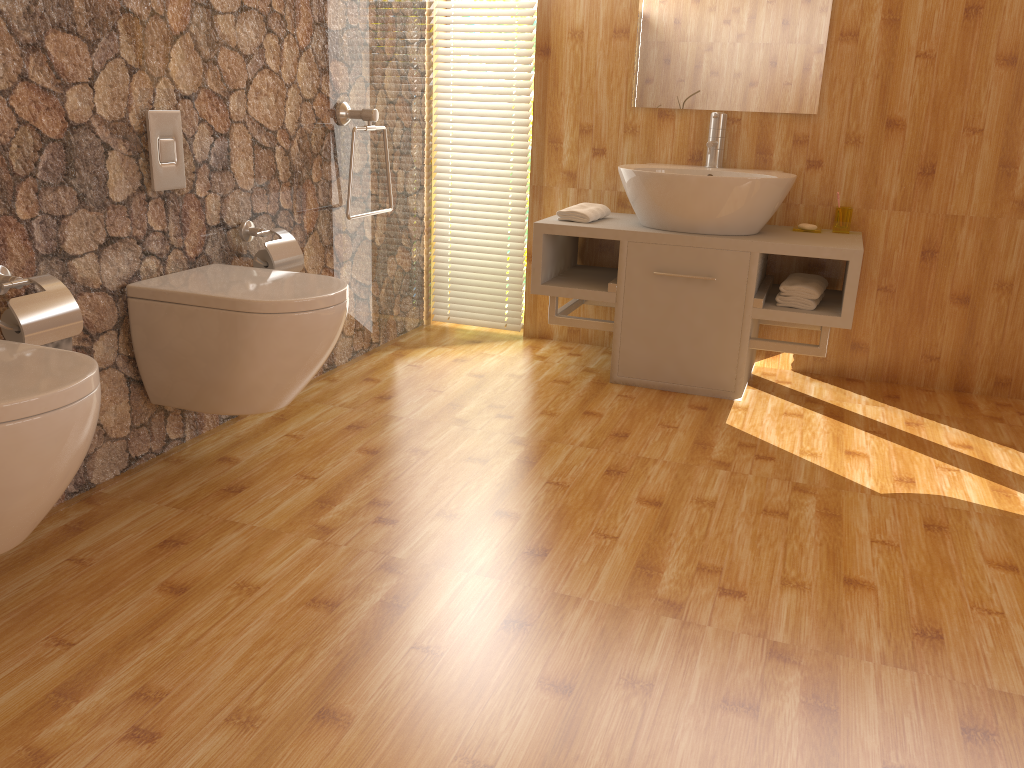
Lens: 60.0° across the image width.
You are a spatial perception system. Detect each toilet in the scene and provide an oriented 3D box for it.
[{"bbox_3d":[-0.989,0.134,1.595,0.507,0.337,0.371,8,19,18],"label":"toilet"},{"bbox_3d":[-0.688,-0.108,2.388,0.507,0.337,0.371,8,19,18],"label":"toilet"}]

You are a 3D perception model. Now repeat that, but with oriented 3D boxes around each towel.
[{"bbox_3d":[1.027,-0.313,3.161,0.140,0.048,0.225,10,19,23],"label":"towel"},{"bbox_3d":[1.039,-0.350,3.155,0.140,0.048,0.225,10,19,23],"label":"towel"},{"bbox_3d":[0.274,-0.654,3.384,0.140,0.048,0.225,10,19,23],"label":"towel"}]

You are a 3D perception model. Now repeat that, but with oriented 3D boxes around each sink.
[{"bbox_3d":[0.701,-0.772,3.213,0.634,0.409,0.533,8,19,18],"label":"sink"}]

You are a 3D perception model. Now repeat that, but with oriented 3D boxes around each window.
[{"bbox_3d":[1.597,-1.087,3.240,3.964,2.164,0.010,8,19,18],"label":"window"}]

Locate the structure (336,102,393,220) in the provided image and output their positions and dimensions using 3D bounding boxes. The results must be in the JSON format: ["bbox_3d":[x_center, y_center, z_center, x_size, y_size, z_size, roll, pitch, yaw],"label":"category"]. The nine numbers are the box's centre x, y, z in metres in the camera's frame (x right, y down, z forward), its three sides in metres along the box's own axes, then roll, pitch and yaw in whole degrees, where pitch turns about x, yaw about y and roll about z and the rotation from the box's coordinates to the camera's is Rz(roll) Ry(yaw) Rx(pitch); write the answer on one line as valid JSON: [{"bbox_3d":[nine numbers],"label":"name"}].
[{"bbox_3d":[-0.538,-0.794,3.138,0.133,0.387,0.332,8,19,18],"label":"structure"}]

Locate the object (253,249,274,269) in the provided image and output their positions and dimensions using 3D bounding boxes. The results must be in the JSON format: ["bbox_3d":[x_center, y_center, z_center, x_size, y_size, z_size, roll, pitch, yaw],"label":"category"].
[{"bbox_3d":[-0.717,-0.340,2.693,0.090,0.151,0.098,8,19,18],"label":"object"}]

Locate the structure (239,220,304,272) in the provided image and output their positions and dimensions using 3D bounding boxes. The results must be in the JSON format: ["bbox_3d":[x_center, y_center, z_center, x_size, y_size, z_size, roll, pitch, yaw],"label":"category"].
[{"bbox_3d":[-0.739,-0.410,2.673,0.154,0.151,0.170,8,19,18],"label":"structure"}]

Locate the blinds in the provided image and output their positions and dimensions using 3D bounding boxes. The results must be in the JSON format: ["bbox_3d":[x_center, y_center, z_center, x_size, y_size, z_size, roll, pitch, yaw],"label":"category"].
[{"bbox_3d":[-0.118,-1.302,3.668,0.420,2.178,0.042,8,19,18],"label":"blinds"}]

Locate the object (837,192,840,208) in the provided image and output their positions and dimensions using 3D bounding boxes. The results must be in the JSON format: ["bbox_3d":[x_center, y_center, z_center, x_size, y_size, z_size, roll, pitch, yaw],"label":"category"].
[{"bbox_3d":[1.204,-0.641,3.264,0.063,0.132,0.012,-13,23,-39],"label":"object"}]

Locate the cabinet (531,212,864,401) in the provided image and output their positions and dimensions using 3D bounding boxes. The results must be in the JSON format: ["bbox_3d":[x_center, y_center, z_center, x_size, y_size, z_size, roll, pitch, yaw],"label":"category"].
[{"bbox_3d":[0.683,-0.308,3.369,1.136,0.570,0.517,8,19,18],"label":"cabinet"}]

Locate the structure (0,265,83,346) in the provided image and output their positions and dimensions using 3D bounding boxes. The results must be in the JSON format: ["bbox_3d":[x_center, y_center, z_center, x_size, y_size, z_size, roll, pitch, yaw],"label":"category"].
[{"bbox_3d":[-1.038,-0.169,1.883,0.154,0.151,0.170,8,19,18],"label":"structure"}]

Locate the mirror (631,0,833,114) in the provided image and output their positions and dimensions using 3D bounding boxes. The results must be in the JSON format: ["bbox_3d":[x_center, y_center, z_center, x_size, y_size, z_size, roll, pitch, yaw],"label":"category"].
[{"bbox_3d":[0.809,-1.293,3.306,0.698,0.523,0.005,8,19,18],"label":"mirror"}]

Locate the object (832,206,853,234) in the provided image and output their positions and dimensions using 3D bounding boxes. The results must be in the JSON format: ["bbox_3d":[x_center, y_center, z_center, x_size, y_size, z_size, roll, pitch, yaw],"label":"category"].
[{"bbox_3d":[1.224,-0.607,3.283,0.060,0.093,0.060,8,19,18],"label":"object"}]

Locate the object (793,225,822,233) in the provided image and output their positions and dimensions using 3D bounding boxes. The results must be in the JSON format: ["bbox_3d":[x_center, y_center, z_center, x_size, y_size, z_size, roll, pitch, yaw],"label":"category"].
[{"bbox_3d":[1.102,-0.577,3.308,0.100,0.010,0.100,8,19,18],"label":"object"}]

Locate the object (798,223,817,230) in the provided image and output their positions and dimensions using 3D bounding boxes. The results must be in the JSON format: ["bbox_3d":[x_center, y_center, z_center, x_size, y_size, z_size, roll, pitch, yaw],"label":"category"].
[{"bbox_3d":[1.103,-0.585,3.307,0.075,0.023,0.050,-10,21,-33],"label":"object"}]

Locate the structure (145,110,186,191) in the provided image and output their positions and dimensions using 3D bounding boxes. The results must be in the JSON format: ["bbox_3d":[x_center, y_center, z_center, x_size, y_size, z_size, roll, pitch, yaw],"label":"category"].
[{"bbox_3d":[-0.903,-0.610,2.317,0.010,0.200,0.120,8,19,18],"label":"structure"}]

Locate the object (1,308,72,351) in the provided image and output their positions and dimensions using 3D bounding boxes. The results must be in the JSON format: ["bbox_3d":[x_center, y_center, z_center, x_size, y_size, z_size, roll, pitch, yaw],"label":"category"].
[{"bbox_3d":[-1.017,-0.099,1.903,0.090,0.151,0.098,8,19,18],"label":"object"}]
